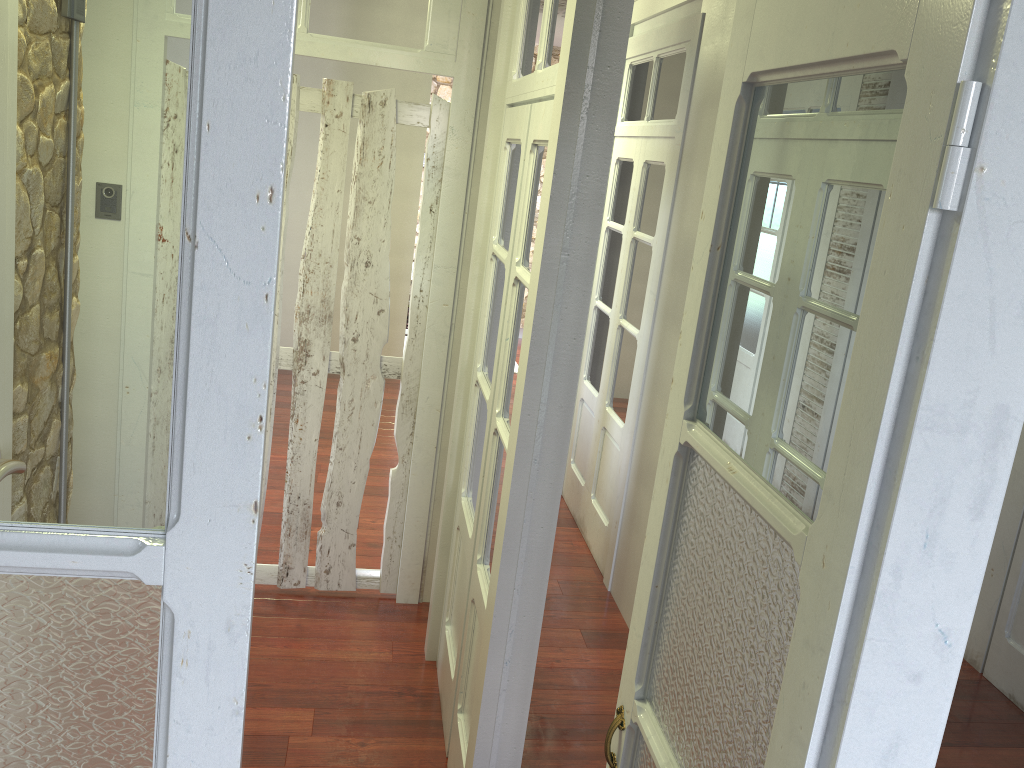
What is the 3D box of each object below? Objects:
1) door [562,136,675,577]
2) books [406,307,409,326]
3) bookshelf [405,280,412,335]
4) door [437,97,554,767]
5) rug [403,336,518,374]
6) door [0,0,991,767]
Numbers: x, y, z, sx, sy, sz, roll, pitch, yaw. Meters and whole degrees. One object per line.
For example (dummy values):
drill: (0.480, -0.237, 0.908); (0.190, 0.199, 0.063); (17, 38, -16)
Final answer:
door: (0.519, -0.202, 4.516); (0.041, 2.063, 1.090); (5, 13, -10)
books: (-1.071, -0.704, 9.031); (0.048, 0.190, 0.146); (5, 13, -10)
bookshelf: (-0.886, -0.781, 9.009); (1.399, 0.544, 0.405); (5, 13, -10)
door: (-0.058, 0.217, 2.645); (0.041, 2.063, 1.090); (5, 13, -10)
rug: (-0.505, -0.286, 8.364); (1.067, 0.016, 1.082); (5, 15, -10)
door: (-0.170, 0.622, 0.870); (1.188, 2.158, 0.487); (-1, 15, -35)
